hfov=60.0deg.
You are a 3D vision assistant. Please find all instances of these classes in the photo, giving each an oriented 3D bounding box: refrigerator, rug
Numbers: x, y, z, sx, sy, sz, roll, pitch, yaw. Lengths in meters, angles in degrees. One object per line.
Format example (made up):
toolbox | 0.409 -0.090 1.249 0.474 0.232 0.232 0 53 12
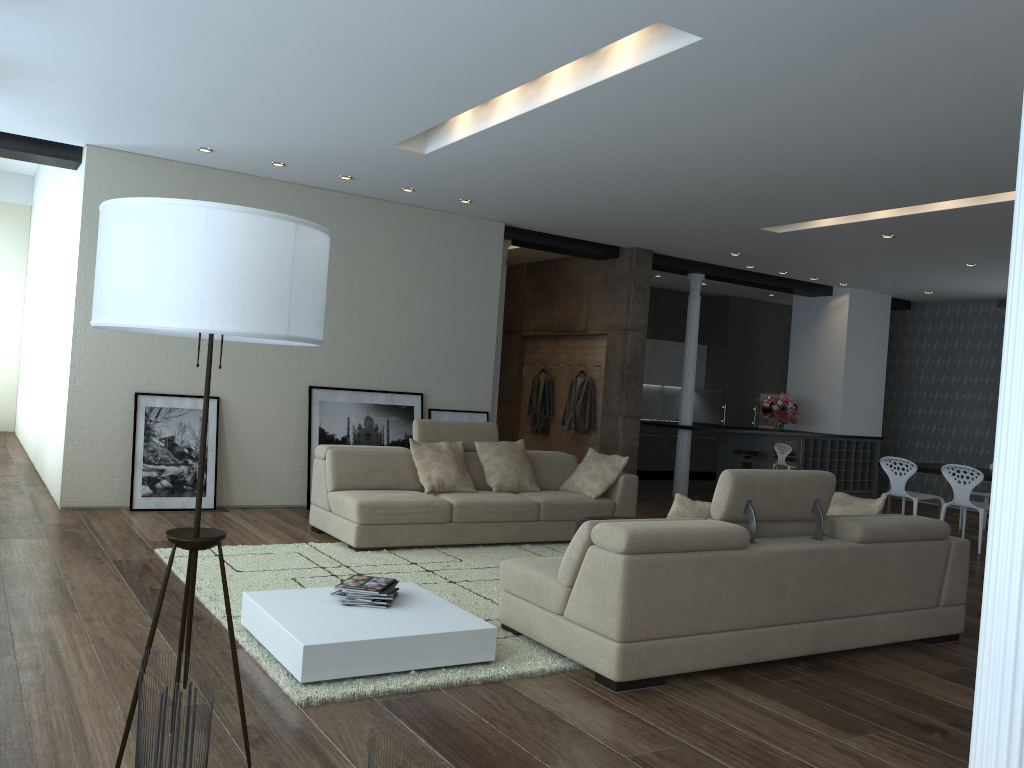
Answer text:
refrigerator | 3.649 1.070 11.886 0.578 0.774 0.075 4 0 -28
rug | 0.201 1.299 5.754 4.231 0.020 2.972 4 0 -32

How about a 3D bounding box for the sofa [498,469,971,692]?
sofa | 1.291 0.912 4.864 2.581 0.950 1.021 4 0 -32

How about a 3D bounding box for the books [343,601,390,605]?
books | -0.715 1.033 4.325 0.220 0.010 0.300 4 0 -12

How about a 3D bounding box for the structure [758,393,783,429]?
structure | 4.225 0.462 15.109 0.595 0.596 0.591 4 0 -32

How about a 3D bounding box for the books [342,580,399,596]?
books | -0.686 0.986 4.324 0.220 0.010 0.300 4 0 3

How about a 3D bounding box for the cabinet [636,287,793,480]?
cabinet | 3.304 0.061 14.653 7.409 2.980 0.827 4 0 -32

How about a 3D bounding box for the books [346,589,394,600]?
books | -0.688 1.006 4.323 0.220 0.010 0.300 4 0 -7

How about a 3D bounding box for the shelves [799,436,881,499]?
shelves | 4.386 1.187 12.854 1.700 0.897 0.900 4 0 -32

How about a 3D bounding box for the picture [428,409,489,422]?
picture | -0.538 0.767 9.093 0.700 0.988 0.195 4 0 -32

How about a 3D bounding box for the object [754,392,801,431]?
object | 3.699 0.370 12.278 0.544 0.552 0.570 4 0 -26

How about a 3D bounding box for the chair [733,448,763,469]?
chair | 4.060 1.378 8.183 16.134 0.952 21.556 4 0 -32

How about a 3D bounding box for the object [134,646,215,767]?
object | -0.595 0.847 1.510 0.458 0.781 0.458 4 0 -33

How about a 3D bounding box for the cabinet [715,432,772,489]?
cabinet | 3.394 1.112 12.238 0.642 0.897 0.900 4 0 -32

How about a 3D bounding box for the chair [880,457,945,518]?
chair | 4.193 1.194 9.383 0.581 0.835 0.495 4 0 -32

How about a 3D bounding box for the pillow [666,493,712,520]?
pillow | 0.986 0.769 4.669 0.519 0.416 0.368 4 0 -27

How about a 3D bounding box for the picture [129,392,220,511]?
picture | -2.892 0.588 7.633 0.700 0.988 0.195 4 0 -32

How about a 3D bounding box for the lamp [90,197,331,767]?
lamp | -0.995 0.343 2.826 0.698 1.728 0.698 4 0 -8

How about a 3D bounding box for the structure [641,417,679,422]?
structure | 2.173 0.569 13.938 0.900 0.066 0.520 4 0 -32

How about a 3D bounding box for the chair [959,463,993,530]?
chair | 5.568 1.298 10.204 0.581 0.835 0.495 4 0 -32

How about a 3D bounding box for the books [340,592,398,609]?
books | -0.691 1.044 4.323 0.220 0.010 0.300 4 0 3

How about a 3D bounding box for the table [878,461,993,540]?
table | 5.526 1.343 8.927 1.200 0.733 3.400 4 0 -32

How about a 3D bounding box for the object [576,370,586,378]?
object | 0.877 -0.130 11.123 0.010 0.219 0.430 4 0 -32

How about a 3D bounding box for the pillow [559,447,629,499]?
pillow | 0.729 0.770 7.713 0.395 0.393 0.518 4 0 -35

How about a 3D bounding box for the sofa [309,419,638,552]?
sofa | -0.257 0.804 7.370 2.581 0.950 1.021 4 0 -32

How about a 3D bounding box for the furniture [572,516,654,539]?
furniture | 0.950 1.169 6.238 1.057 0.355 1.057 4 0 -30

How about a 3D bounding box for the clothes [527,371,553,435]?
clothes | 0.365 0.249 11.892 0.141 0.855 0.569 4 0 -31

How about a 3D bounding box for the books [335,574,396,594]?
books | -0.711 0.975 4.325 0.220 0.010 0.300 4 0 8

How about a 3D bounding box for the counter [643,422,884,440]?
counter | 3.573 0.656 12.329 3.700 0.040 1.000 4 0 -32

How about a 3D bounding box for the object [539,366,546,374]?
object | 0.413 -0.162 11.896 0.010 0.219 0.430 4 0 -32

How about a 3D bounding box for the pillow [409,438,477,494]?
pillow | -0.563 0.662 7.176 0.519 0.416 0.368 4 0 -36

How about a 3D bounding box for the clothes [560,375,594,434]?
clothes | 0.830 0.256 11.123 0.173 0.735 0.700 4 0 -33

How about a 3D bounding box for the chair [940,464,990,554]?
chair | 4.557 1.219 8.784 0.581 0.835 0.495 4 0 -32

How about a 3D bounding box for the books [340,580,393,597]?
books | -0.712 0.994 4.325 0.220 0.010 0.300 4 0 -17

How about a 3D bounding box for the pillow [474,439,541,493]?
pillow | -0.039 0.691 7.515 0.534 0.439 0.301 4 0 -35

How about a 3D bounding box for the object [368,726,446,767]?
object | -0.165 0.878 1.228 0.458 0.781 0.458 4 0 -33

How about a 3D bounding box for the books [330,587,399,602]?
books | -0.714 1.014 4.325 0.220 0.010 0.300 4 0 18

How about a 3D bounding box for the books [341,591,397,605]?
books | -0.689 1.025 4.323 0.220 0.010 0.300 4 0 3

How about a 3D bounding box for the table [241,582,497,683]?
table | -0.689 1.134 4.136 0.900 0.170 0.900 4 0 -32

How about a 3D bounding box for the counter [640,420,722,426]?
counter | 1.631 0.638 13.656 3.597 0.223 0.807 4 0 -32

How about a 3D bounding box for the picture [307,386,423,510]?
picture | -1.391 0.628 8.544 1.183 1.140 0.225 4 0 -32

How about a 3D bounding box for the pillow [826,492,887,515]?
pillow | 2.041 0.861 5.589 0.395 0.393 0.518 4 0 -28
